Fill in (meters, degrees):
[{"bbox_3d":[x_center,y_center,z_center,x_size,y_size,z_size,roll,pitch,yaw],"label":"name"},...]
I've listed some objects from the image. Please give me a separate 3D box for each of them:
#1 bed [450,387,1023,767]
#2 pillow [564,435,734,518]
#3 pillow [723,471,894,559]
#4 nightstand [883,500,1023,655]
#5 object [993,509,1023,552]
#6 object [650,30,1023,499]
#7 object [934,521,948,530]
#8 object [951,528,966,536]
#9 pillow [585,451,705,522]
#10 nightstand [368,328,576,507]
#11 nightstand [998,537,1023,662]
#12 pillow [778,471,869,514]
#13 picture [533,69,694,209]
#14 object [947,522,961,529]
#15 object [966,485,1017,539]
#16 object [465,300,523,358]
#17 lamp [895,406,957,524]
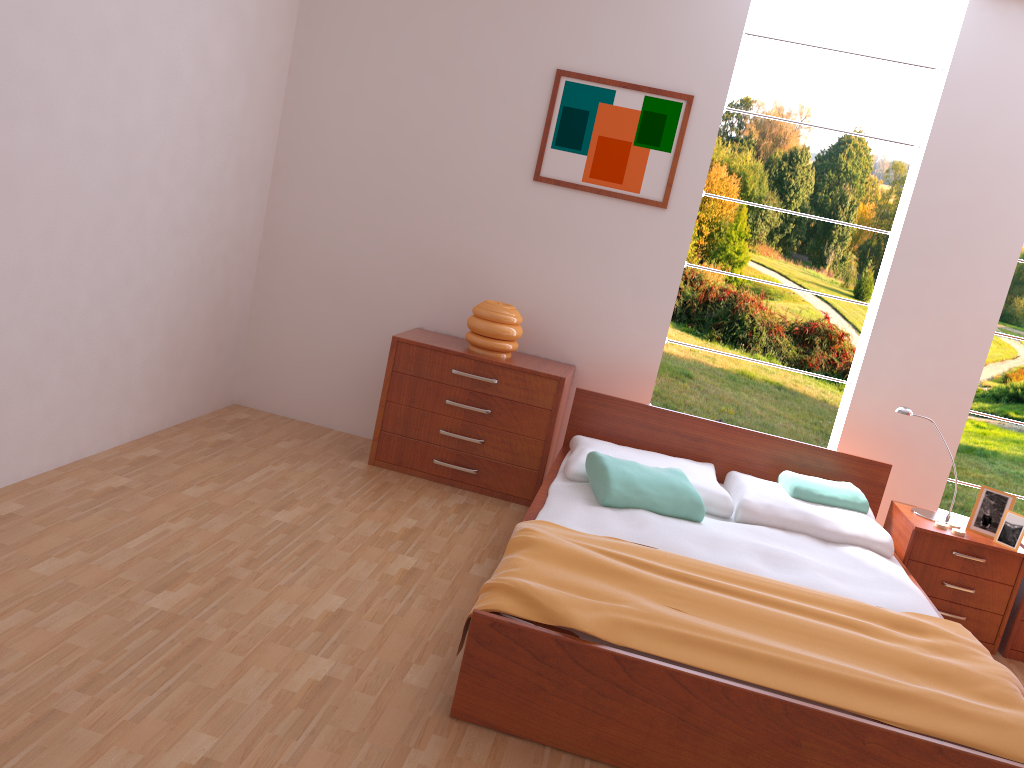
[{"bbox_3d":[0.826,0.618,3.075,1.632,0.560,1.990,14,11,8],"label":"bed"},{"bbox_3d":[0.556,0.381,3.752,0.682,0.157,0.574,13,11,1],"label":"pillow"},{"bbox_3d":[1.216,0.540,3.681,0.630,0.182,0.574,14,11,6],"label":"pillow"},{"bbox_3d":[1.770,0.793,3.655,0.439,0.442,0.377,14,11,8],"label":"nightstand"},{"bbox_3d":[1.944,0.570,3.449,0.027,0.137,0.094,4,13,-36],"label":"object"},{"bbox_3d":[1.910,-0.487,4.066,2.205,1.815,0.033,14,11,8],"label":"object"},{"bbox_3d":[1.713,0.566,3.539,0.049,0.018,0.049,11,11,-6],"label":"object"},{"bbox_3d":[1.758,0.585,3.493,0.049,0.018,0.049,11,11,-6],"label":"object"},{"bbox_3d":[0.507,0.395,3.405,0.425,0.164,0.334,9,11,-16],"label":"pillow"},{"bbox_3d":[-0.184,0.148,4.220,0.815,0.626,0.428,14,11,8],"label":"nightstand"},{"bbox_3d":[2.217,0.903,3.593,0.439,0.442,0.377,14,11,8],"label":"nightstand"},{"bbox_3d":[1.302,0.458,3.728,0.322,0.116,0.276,13,11,5],"label":"pillow"},{"bbox_3d":[0.466,-1.140,4.131,0.645,0.517,0.030,14,11,8],"label":"picture"},{"bbox_3d":[1.780,0.575,3.573,0.049,0.018,0.049,11,11,-6],"label":"object"},{"bbox_3d":[1.920,0.517,3.554,0.131,0.191,0.037,21,13,37],"label":"object"},{"bbox_3d":[-0.081,-0.259,4.136,0.264,0.244,0.264,17,12,24],"label":"object"},{"bbox_3d":[1.704,0.332,3.640,0.337,0.421,0.163,12,11,-4],"label":"lamp"}]
